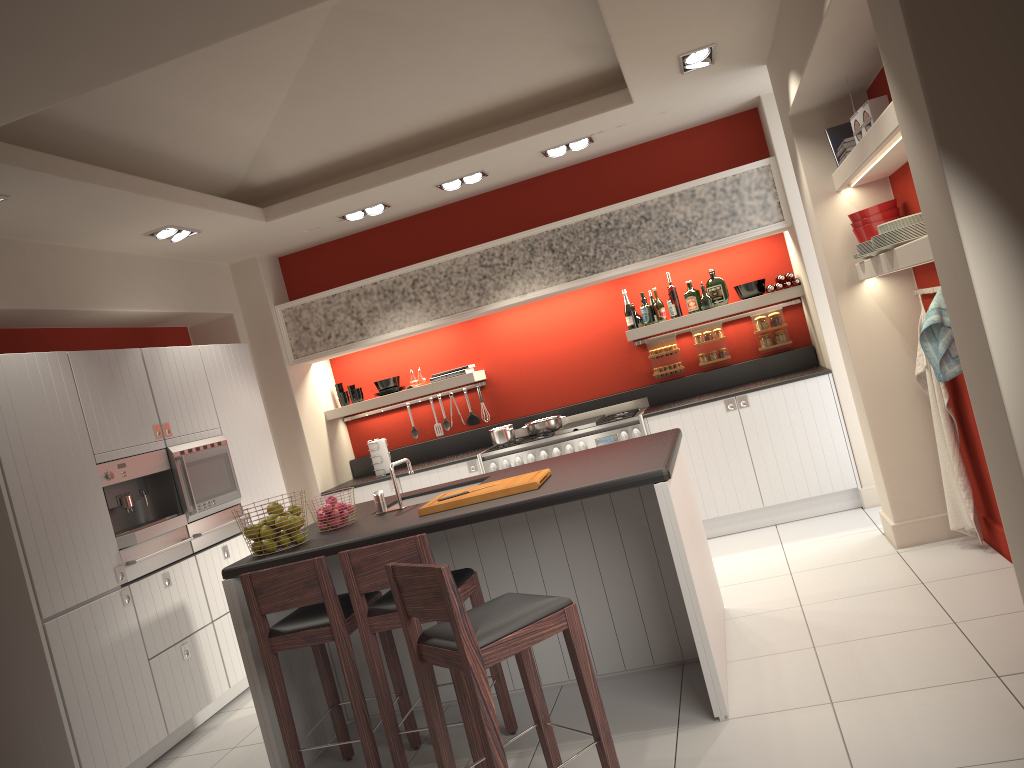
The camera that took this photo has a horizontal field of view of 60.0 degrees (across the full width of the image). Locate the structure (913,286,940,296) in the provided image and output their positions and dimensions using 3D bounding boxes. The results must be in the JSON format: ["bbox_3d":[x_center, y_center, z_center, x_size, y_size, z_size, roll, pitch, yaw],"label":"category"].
[{"bbox_3d":[2.017,-0.439,3.890,0.063,0.034,2.224,-15,1,13],"label":"structure"}]

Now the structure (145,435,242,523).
[{"bbox_3d":[-2.043,0.615,5.683,0.332,0.473,0.610,-15,0,13],"label":"structure"}]

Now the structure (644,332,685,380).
[{"bbox_3d":[1.243,-0.226,7.219,0.256,0.347,0.130,-15,0,13],"label":"structure"}]

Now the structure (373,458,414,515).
[{"bbox_3d":[-0.613,0.530,4.561,0.183,0.249,0.224,-15,0,13],"label":"structure"}]

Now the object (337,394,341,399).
[{"bbox_3d":[-1.500,0.119,7.818,0.070,0.076,0.070,-15,0,-16],"label":"object"}]

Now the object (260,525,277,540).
[{"bbox_3d":[-1.128,0.688,4.105,0.076,0.077,0.076,-15,0,-22],"label":"object"}]

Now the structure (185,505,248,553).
[{"bbox_3d":[-1.881,0.917,5.670,0.128,0.177,0.617,-15,1,13],"label":"structure"}]

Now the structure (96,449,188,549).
[{"bbox_3d":[-2.251,0.679,5.091,0.452,0.470,0.624,-15,0,13],"label":"structure"}]

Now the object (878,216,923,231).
[{"bbox_3d":[1.836,-0.745,4.122,0.255,0.015,0.255,-15,1,-6],"label":"object"}]

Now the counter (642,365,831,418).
[{"bbox_3d":[1.681,0.052,6.738,1.360,0.026,0.699,-15,1,13],"label":"counter"}]

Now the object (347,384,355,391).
[{"bbox_3d":[-1.406,0.049,7.793,0.070,0.076,0.070,-15,0,-16],"label":"object"}]

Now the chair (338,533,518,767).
[{"bbox_3d":[-0.339,1.108,3.767,0.383,1.008,0.474,-15,0,15],"label":"chair"}]

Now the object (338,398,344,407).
[{"bbox_3d":[-1.488,0.161,7.818,0.070,0.076,0.070,-15,0,-16],"label":"object"}]

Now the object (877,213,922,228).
[{"bbox_3d":[1.832,-0.759,4.122,0.255,0.015,0.255,-15,1,-6],"label":"object"}]

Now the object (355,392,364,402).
[{"bbox_3d":[-1.314,0.117,7.667,0.070,0.076,0.070,-15,0,-16],"label":"object"}]

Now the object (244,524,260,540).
[{"bbox_3d":[-1.201,0.685,4.106,0.077,0.068,0.076,-15,0,7],"label":"object"}]

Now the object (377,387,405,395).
[{"bbox_3d":[-1.057,0.071,7.687,0.280,0.016,0.280,-15,1,12],"label":"object"}]

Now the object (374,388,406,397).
[{"bbox_3d":[-1.054,0.081,7.687,0.280,0.016,0.280,-15,1,12],"label":"object"}]

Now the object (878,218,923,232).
[{"bbox_3d":[1.837,-0.740,4.122,0.255,0.015,0.255,-15,1,-6],"label":"object"}]

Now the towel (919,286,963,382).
[{"bbox_3d":[2.092,-0.243,4.309,0.209,0.452,0.179,-15,0,-37],"label":"towel"}]

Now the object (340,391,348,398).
[{"bbox_3d":[-1.442,0.106,7.644,0.070,0.076,0.070,-15,0,-16],"label":"object"}]

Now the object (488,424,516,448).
[{"bbox_3d":[-0.071,0.412,6.992,0.201,0.148,0.201,-15,0,6],"label":"object"}]

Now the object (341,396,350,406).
[{"bbox_3d":[-1.431,0.148,7.644,0.070,0.076,0.070,-15,0,-16],"label":"object"}]

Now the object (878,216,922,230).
[{"bbox_3d":[1.835,-0.750,4.122,0.255,0.015,0.255,-15,1,-6],"label":"object"}]

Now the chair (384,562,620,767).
[{"bbox_3d":[-0.017,1.031,3.029,0.474,1.008,0.383,-15,0,-36],"label":"chair"}]

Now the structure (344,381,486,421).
[{"bbox_3d":[-0.859,0.156,7.790,1.354,0.034,0.054,-15,0,13],"label":"structure"}]

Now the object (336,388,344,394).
[{"bbox_3d":[-1.511,0.076,7.818,0.070,0.076,0.070,-15,0,-16],"label":"object"}]

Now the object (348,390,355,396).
[{"bbox_3d":[-1.395,0.092,7.793,0.070,0.076,0.070,-15,0,-16],"label":"object"}]

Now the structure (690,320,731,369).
[{"bbox_3d":[1.598,-0.319,7.133,0.256,0.347,0.130,-15,0,13],"label":"structure"}]

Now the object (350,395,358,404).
[{"bbox_3d":[-1.384,0.134,7.793,0.070,0.076,0.070,-15,0,-16],"label":"object"}]

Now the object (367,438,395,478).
[{"bbox_3d":[-1.085,0.601,7.290,0.163,0.304,0.168,-14,0,42],"label":"object"}]

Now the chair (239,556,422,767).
[{"bbox_3d":[-0.773,1.221,3.873,0.383,1.008,0.474,-15,0,13],"label":"chair"}]

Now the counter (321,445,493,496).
[{"bbox_3d":[-0.826,0.703,7.346,1.360,0.026,0.699,-15,1,13],"label":"counter"}]

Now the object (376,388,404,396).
[{"bbox_3d":[-1.055,0.076,7.687,0.280,0.016,0.280,-15,1,12],"label":"object"}]

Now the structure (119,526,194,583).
[{"bbox_3d":[-2.020,0.959,5.057,0.128,0.177,0.617,-15,1,13],"label":"structure"}]

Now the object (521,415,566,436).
[{"bbox_3d":[0.264,0.341,7.244,0.309,0.105,0.309,-14,1,41],"label":"object"}]

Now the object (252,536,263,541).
[{"bbox_3d":[-1.199,0.706,4.173,0.076,0.077,0.076,-15,0,-22],"label":"object"}]

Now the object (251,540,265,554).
[{"bbox_3d":[-1.172,0.754,4.110,0.068,0.068,0.068,-15,0,24],"label":"object"}]

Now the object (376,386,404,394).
[{"bbox_3d":[-1.060,0.060,7.687,0.280,0.016,0.280,-15,1,12],"label":"object"}]

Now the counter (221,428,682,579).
[{"bbox_3d":[-0.188,0.558,4.431,2.053,0.050,1.416,-15,1,13],"label":"counter"}]

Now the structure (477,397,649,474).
[{"bbox_3d":[0.530,0.820,7.001,1.322,1.085,0.778,-15,0,13],"label":"structure"}]

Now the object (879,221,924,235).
[{"bbox_3d":[1.841,-0.726,4.122,0.255,0.015,0.255,-15,1,-6],"label":"object"}]

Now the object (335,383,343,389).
[{"bbox_3d":[-1.522,0.034,7.818,0.070,0.076,0.070,-15,0,-16],"label":"object"}]

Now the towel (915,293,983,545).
[{"bbox_3d":[2.308,0.189,4.808,0.141,1.362,0.341,-15,0,14],"label":"towel"}]

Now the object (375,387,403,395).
[{"bbox_3d":[-1.058,0.065,7.687,0.280,0.016,0.280,-15,1,12],"label":"object"}]

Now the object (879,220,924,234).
[{"bbox_3d":[1.840,-0.731,4.122,0.255,0.015,0.255,-15,1,-6],"label":"object"}]

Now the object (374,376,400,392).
[{"bbox_3d":[-1.073,0.010,7.687,0.233,0.108,0.232,-15,1,-35],"label":"object"}]

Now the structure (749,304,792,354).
[{"bbox_3d":[2.051,-0.436,7.023,0.256,0.347,0.130,-15,0,13],"label":"structure"}]

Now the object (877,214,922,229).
[{"bbox_3d":[1.834,-0.754,4.122,0.255,0.015,0.255,-15,1,-6],"label":"object"}]
